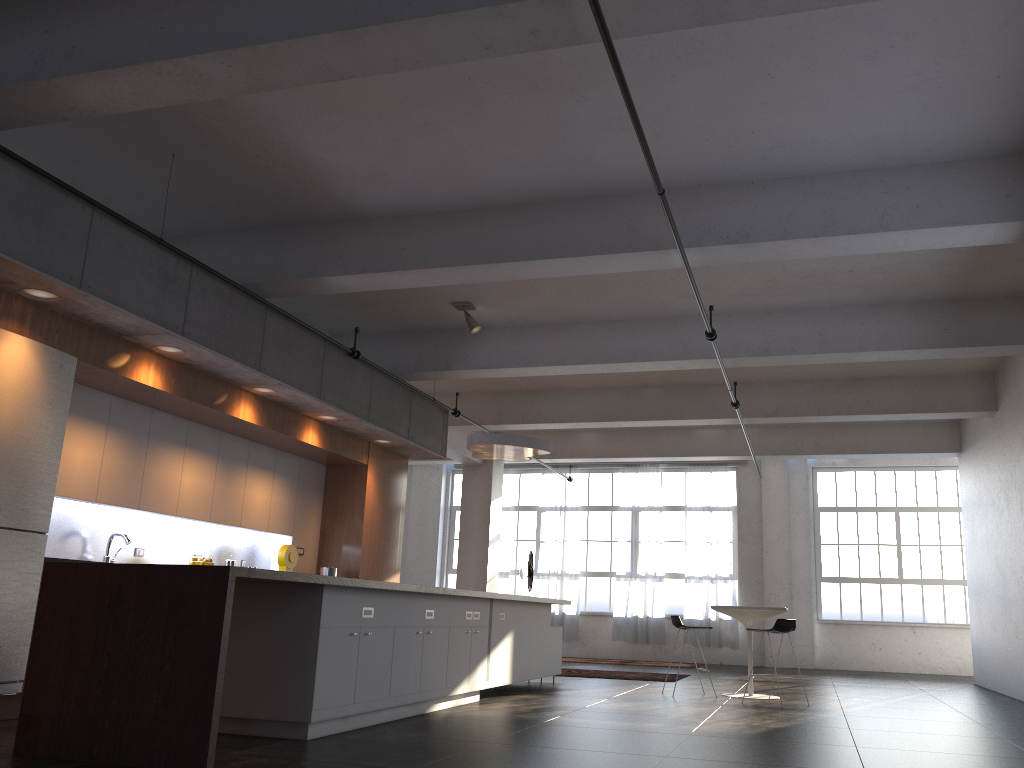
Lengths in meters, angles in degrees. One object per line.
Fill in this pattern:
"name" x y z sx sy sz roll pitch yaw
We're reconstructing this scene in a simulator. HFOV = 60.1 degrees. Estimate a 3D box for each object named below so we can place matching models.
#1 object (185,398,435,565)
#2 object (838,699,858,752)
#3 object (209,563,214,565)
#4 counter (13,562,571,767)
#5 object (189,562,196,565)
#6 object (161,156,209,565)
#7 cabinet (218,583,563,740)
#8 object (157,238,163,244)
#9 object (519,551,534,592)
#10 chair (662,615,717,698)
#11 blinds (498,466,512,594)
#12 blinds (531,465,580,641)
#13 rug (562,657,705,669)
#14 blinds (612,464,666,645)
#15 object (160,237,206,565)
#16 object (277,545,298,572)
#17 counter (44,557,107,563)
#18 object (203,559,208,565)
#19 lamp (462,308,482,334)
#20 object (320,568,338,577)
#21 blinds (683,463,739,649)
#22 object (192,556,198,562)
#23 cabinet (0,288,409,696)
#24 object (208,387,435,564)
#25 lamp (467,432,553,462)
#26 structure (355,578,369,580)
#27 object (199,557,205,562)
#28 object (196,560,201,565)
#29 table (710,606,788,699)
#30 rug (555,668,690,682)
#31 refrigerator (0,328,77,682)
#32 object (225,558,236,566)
"object" -6.381 0.633 2.646 0.933 1.209 13.466 -5 -16 28
"object" -2.791 2.107 4.812 19.517 0.001 27.646 -3 -15 17
"object" -5.889 -0.751 3.571 0.061 2.200 12.076 -6 -16 31
"counter" -0.907 2.233 7.519 1.129 0.966 6.764 -2 -15 18
"object" -2.947 1.665 8.166 0.053 0.053 0.062 0 -14 9
"object" -2.847 1.676 8.214 0.065 0.053 0.050 12 -17 -33
"cabinet" -0.705 2.417 8.080 0.911 0.926 5.740 -2 -15 18
"object" -2.867 1.691 8.264 0.051 0.053 0.063 -4 -15 24
"object" 0.192 3.943 15.805 1.166 1.910 1.073 -2 -14 17
"chair" 1.913 2.964 9.562 0.507 0.891 0.464 4 -14 -5
"blinds" -0.490 3.362 18.383 1.014 3.696 0.319 -1 -14 15
"blinds" 0.927 3.300 17.942 1.020 3.658 0.366 -1 -14 16
"rug" 1.852 5.051 16.095 3.095 0.009 1.844 -2 -15 16
"blinds" 2.538 3.223 17.470 1.026 3.680 0.344 -1 -14 13
"object" -2.672 0.318 7.259 0.053 2.218 2.413 4 -14 -5
"object" -2.385 1.905 9.438 0.098 0.379 0.279 -2 -15 18
"counter" -3.228 1.784 8.279 1.589 0.039 4.533 -3 -15 18
"object" -3.380 -0.255 5.156 0.053 2.159 6.948 0 -15 10
"lamp" -0.427 -0.676 9.376 0.222 0.285 0.132 2 -14 1
"object" -2.063 2.158 9.970 0.194 0.169 0.188 8 -15 -23
"blinds" 3.839 3.167 17.101 1.018 3.733 0.347 -1 -14 15
"object" -2.927 1.616 8.168 0.052 0.059 0.058 13 -18 -36
"cabinet" -3.804 1.206 7.786 2.352 2.550 8.238 -2 -15 18
"object" -2.811 1.644 8.236 0.056 0.060 0.054 -10 -18 39
"lamp" -0.132 0.768 10.648 1.026 0.129 1.065 9 -16 -25
"structure" -1.379 1.531 6.821 0.506 0.071 0.650 -3 -15 17
"object" -3.880 -0.652 3.767 0.058 2.154 10.032 0 -15 12
"object" -3.218 -0.098 5.733 0.056 2.180 5.692 1 -15 8
"table" 2.611 2.936 9.712 0.819 0.947 0.842 -2 -15 17
"rug" 0.982 4.091 12.564 2.851 0.029 1.885 -2 -15 17
"refrigerator" -3.351 0.754 5.602 0.217 2.181 0.970 -1 -14 15
"object" -2.837 1.832 8.903 0.059 0.209 0.147 -2 -15 18
